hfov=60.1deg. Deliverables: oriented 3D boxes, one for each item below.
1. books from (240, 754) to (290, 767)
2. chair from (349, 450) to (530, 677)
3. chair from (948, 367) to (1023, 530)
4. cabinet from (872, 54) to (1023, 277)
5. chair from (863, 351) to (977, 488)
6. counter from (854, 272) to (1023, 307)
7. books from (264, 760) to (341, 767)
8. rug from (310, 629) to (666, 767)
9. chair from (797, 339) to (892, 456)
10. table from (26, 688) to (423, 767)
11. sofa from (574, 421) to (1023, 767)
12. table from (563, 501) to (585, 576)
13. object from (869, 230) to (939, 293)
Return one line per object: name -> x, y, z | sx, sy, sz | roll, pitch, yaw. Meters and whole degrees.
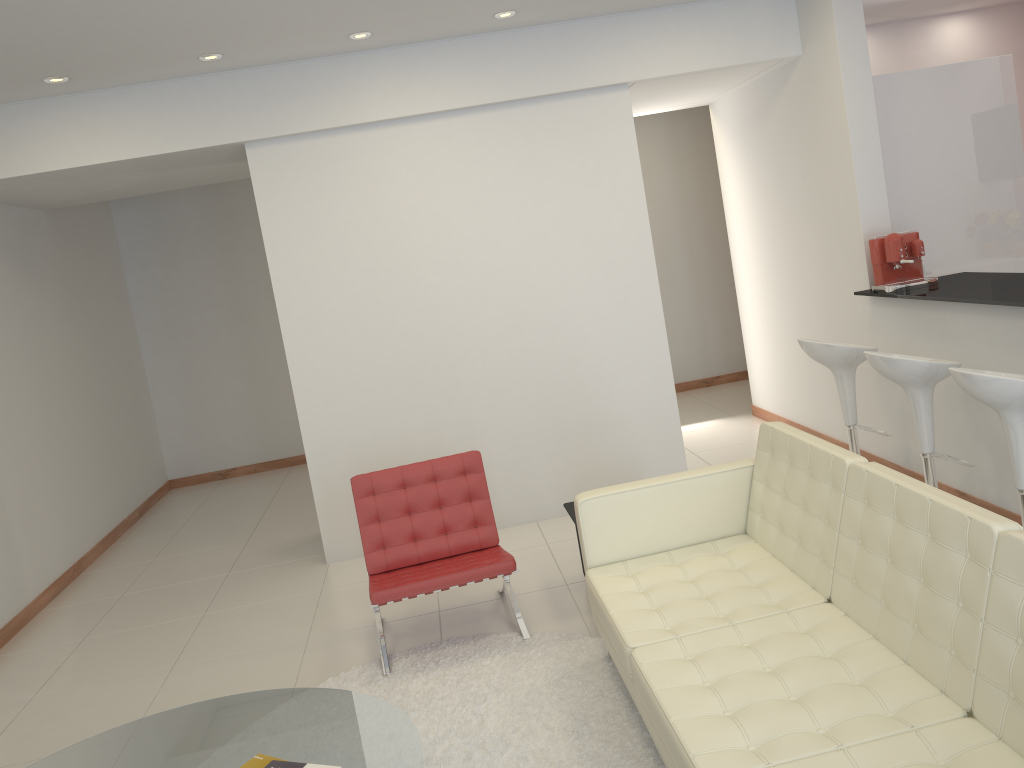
books -> -0.771, 1.189, 2.551 | 0.255, 0.026, 0.327 | -4, 10, 34
chair -> -0.386, 0.844, 4.434 | 0.701, 0.812, 0.709 | -11, 7, -10
chair -> 2.193, 0.400, 3.801 | 0.464, 1.015, 0.460 | -9, 6, 6
cabinet -> 2.808, -0.897, 6.548 | 1.058, 2.509, 1.646 | -10, 6, -5
chair -> 2.111, 0.301, 4.526 | 0.464, 1.015, 0.460 | -9, 6, 6
counter -> 2.647, -0.429, 4.058 | 0.736, 0.019, 2.982 | -10, 9, -5
books -> -0.666, 1.159, 2.453 | 0.255, 0.026, 0.327 | -6, 9, 24
rug -> -0.169, 1.489, 2.689 | 2.444, 0.004, 3.348 | -10, 9, -4
chair -> 2.023, 0.195, 5.312 | 0.464, 1.015, 0.460 | -9, 6, 6
table -> -0.987, 1.438, 2.603 | 1.539, 0.402, 1.328 | -11, 8, -6
sofa -> 0.916, 0.835, 2.665 | 1.001, 0.917, 2.580 | -10, 8, -5
table -> 0.800, 0.821, 4.566 | 0.917, 0.420, 0.705 | -10, 8, -5
object -> 2.318, -0.728, 5.186 | 0.321, 0.335, 0.322 | -10, 7, -5
